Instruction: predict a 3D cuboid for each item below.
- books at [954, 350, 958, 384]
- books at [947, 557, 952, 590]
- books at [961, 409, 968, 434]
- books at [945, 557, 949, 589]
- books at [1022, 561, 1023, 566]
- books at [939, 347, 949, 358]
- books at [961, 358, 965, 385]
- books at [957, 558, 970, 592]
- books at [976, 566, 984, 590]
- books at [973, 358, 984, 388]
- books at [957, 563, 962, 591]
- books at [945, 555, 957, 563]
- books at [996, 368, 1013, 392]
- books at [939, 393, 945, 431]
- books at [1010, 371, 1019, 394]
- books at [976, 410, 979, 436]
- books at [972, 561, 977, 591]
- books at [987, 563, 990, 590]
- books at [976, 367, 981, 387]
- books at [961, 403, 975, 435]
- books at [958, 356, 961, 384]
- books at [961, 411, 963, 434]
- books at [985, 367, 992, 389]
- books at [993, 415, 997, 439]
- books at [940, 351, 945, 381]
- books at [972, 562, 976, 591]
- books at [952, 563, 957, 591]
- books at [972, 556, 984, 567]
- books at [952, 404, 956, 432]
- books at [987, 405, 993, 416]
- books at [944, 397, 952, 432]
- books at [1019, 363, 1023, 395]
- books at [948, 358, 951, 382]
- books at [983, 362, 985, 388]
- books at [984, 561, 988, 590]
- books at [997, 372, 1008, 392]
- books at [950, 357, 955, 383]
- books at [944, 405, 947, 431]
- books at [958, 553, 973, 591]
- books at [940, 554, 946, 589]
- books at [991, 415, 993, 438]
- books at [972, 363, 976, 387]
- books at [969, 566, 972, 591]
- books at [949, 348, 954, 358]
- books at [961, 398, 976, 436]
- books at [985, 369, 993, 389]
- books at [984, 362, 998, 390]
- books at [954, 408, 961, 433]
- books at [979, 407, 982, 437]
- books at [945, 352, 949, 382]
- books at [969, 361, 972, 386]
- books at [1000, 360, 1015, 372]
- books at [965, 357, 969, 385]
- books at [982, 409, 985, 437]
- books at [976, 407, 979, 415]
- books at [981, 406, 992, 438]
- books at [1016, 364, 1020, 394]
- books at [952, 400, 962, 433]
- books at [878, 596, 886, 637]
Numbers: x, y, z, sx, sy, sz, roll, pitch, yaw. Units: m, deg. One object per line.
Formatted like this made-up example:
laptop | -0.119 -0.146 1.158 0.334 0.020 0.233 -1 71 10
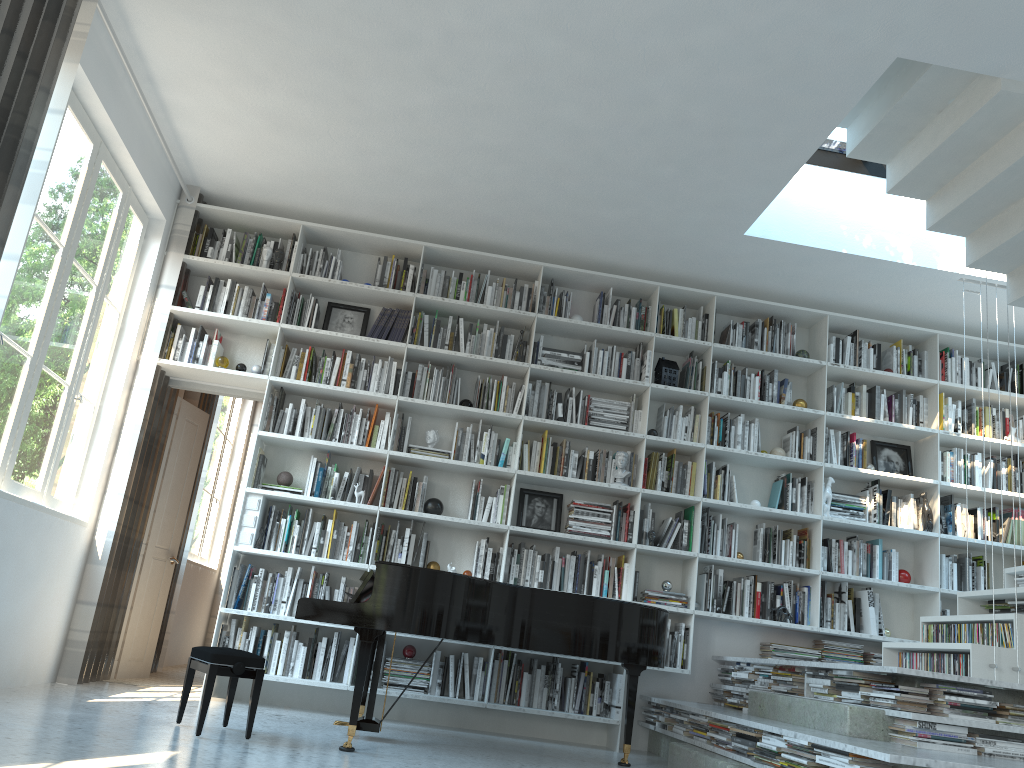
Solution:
books | 3.266 -0.081 6.611 0.012 0.305 0.185 9 -16 -5
books | 3.020 1.337 6.196 0.022 0.241 0.152 9 -16 -5
books | 3.261 0.302 6.442 0.025 0.211 0.135 9 -16 -5
books | 2.990 1.335 6.192 0.037 0.235 0.153 9 -16 -5
books | 3.668 1.411 6.282 0.013 0.314 0.130 9 -16 -5
books | 3.219 -0.097 6.623 0.014 0.330 0.143 9 -16 -5
books | 3.319 -0.049 6.615 0.022 0.258 0.163 9 -16 -5
books | 3.124 1.345 6.188 0.027 0.248 0.184 9 -16 -5
books | 3.237 1.387 6.202 0.021 0.204 0.175 9 -16 -5
books | 3.474 -0.033 6.642 0.012 0.284 0.160 9 -16 -5
books | 3.092 1.367 6.205 0.025 0.207 0.149 9 -16 -5
books | 3.071 1.337 6.217 0.024 0.266 0.133 9 -16 -5
books | 3.678 0.015 6.647 0.068 0.246 0.161 9 -16 -5
books | 3.071 0.226 6.418 0.010 0.293 0.183 9 -16 -5
books | 3.717 0.031 6.628 0.012 0.215 0.193 9 -16 -5
books | 3.325 0.312 6.437 0.014 0.205 0.184 9 -16 -5
books | 3.212 1.373 6.232 0.027 0.241 0.132 9 -16 -5
books | 3.298 1.384 6.227 0.013 0.239 0.166 9 -16 -5
books | 3.443 -0.003 6.622 0.026 0.207 0.163 9 -16 -5
books | 3.290 0.281 6.432 0.023 0.253 0.190 9 -16 -5
books | 3.295 -0.059 6.619 0.027 0.274 0.149 9 -16 -5
books | 3.225 0.312 6.470 0.038 0.198 0.171 9 -16 -5
books | 3.552 0.005 6.647 0.010 0.235 0.132 9 -16 -5
books | 3.495 0.354 6.513 0.013 0.212 0.187 9 -16 -5
books | 3.172 -0.087 6.601 0.013 0.285 0.151 9 -16 -5
books | 3.193 1.371 6.213 0.014 0.230 0.173 9 -16 -5
books | 3.043 1.359 6.188 0.029 0.201 0.173 9 -16 -5
books | 3.256 1.354 6.222 0.011 0.283 0.161 9 -16 -5
books | 3.144 0.273 6.418 0.049 0.223 0.162 9 -16 -5
books | 3.487 0.316 6.535 0.010 0.294 0.166 9 -16 -5
books | 3.111 0.245 6.409 0.026 0.262 0.189 9 -16 -5
books | 3.781 0.006 6.639 0.014 0.285 0.190 9 -16 -5
books | 3.198 -0.057 6.587 0.022 0.228 0.175 9 -16 -5
books | 3.487 -0.022 6.635 0.015 0.262 0.143 9 -16 -5
books | 3.286 1.377 6.232 0.012 0.253 0.161 9 -16 -5
books | 3.631 0.029 6.620 0.024 0.192 0.187 9 -16 -5
books | 3.233 -0.057 6.599 0.023 0.243 0.183 9 -16 -5
books | 3.082 0.271 6.407 0.024 0.204 0.166 9 -16 -5
books | 3.184 1.339 6.226 0.013 0.296 0.141 9 -16 -5
books | 2.962 1.320 6.184 0.024 0.251 0.176 9 -16 -5
books | 3.467 0.347 6.516 0.023 0.219 0.172 9 -16 -5
books | 3.406 -0.024 6.620 0.025 0.236 0.144 9 -16 -5
books | 3.157 1.381 6.211 0.027 0.200 0.164 9 -16 -5
books | 3.253 -0.089 6.627 0.012 0.325 0.152 9 -16 -5
books | 3.314 0.265 6.444 0.022 0.295 0.152 9 -16 -5
books | 3.519 0.007 6.628 0.057 0.211 0.163 9 -16 -5
books | 3.588 -0.011 6.653 0.069 0.276 0.132 9 -16 -5
books | 3.179 0.291 6.411 0.024 0.193 0.190 9 -16 -5
books | 3.361 0.304 6.450 0.012 0.237 0.166 9 -16 -5
books | 3.185 -0.080 6.587 0.012 0.268 0.185 9 -16 -5
books | 3.380 -0.032 6.627 0.027 0.249 0.155 9 -16 -5
books | 3.733 -0.007 6.664 0.014 0.312 0.162 9 -16 -5
books | 3.344 -0.047 6.618 0.029 0.263 0.179 9 -16 -5
books | 3.373 0.311 6.440 0.013 0.221 0.175 9 -16 -5
books | 3.344 0.299 6.449 0.022 0.241 0.145 9 -16 -5
books | 3.399 0.312 6.466 0.042 0.241 0.248 9 -16 -5
books | 3.765 0.010 6.668 0.012 0.291 0.140 9 -16 -5
books | 3.204 0.266 6.437 0.023 0.263 0.158 9 -16 -5
books | 2.490 1.593 6.062 0.062 0.273 0.148 9 -16 -5
